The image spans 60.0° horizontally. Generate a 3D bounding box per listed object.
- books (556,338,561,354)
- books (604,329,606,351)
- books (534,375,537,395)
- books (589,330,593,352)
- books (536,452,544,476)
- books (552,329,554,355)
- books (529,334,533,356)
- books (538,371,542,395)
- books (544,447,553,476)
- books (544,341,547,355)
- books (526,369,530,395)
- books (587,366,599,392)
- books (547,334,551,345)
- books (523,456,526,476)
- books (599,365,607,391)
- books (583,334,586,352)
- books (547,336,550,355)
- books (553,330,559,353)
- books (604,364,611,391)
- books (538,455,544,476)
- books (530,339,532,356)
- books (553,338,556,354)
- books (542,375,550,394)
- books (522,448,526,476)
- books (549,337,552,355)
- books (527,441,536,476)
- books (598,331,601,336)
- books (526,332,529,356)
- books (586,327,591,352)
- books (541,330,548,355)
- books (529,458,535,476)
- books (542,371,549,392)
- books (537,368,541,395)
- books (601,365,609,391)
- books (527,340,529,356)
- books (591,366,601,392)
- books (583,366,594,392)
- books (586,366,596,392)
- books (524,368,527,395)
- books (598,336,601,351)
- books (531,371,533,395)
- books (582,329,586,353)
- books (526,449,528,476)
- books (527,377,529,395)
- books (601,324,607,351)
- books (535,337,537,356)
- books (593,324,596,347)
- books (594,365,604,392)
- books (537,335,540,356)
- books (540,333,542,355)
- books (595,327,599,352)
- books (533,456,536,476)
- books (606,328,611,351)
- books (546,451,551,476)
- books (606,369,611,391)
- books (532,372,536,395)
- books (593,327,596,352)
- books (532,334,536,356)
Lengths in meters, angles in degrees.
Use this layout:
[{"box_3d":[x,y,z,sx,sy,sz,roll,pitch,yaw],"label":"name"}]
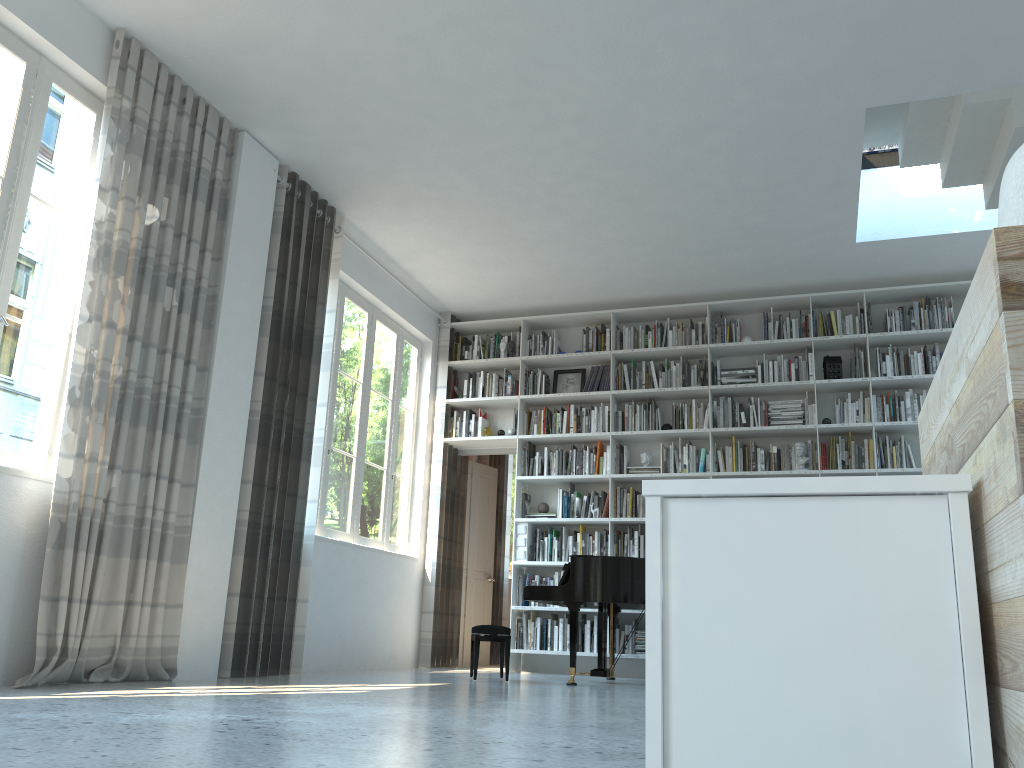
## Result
[{"box_3d":[0.431,-0.304,8.202,0.013,0.209,0.137,-3,-16,19],"label":"books"},{"box_3d":[0.868,-0.354,8.059,0.022,0.259,0.152,-3,-16,19],"label":"books"},{"box_3d":[0.240,0.046,8.138,0.018,0.218,0.187,-3,-16,19],"label":"books"},{"box_3d":[0.733,-0.346,8.085,0.028,0.248,0.156,-3,-16,19],"label":"books"},{"box_3d":[0.252,0.743,7.939,0.022,0.235,0.177,-3,-16,19],"label":"books"},{"box_3d":[0.395,-0.348,8.222,0.007,0.300,0.146,-3,-16,19],"label":"books"},{"box_3d":[0.184,-0.316,8.286,0.007,0.258,0.157,-3,-16,19],"label":"books"},{"box_3d":[0.276,0.025,8.130,0.023,0.257,0.184,-3,-16,19],"label":"books"},{"box_3d":[0.325,0.721,7.933,0.023,0.280,0.174,-3,-16,19],"label":"books"},{"box_3d":[0.330,-0.290,8.218,0.026,0.182,0.162,-3,-16,19],"label":"books"},{"box_3d":[0.160,0.022,8.188,0.006,0.286,0.148,-3,-16,19],"label":"books"},{"box_3d":[0.744,-0.006,7.986,0.110,0.278,0.174,-3,-16,19],"label":"books"},{"box_3d":[0.352,-0.323,8.226,0.013,0.252,0.129,-3,-16,19],"label":"books"},{"box_3d":[0.139,0.766,7.985,0.026,0.208,0.155,-3,-16,19],"label":"books"},{"box_3d":[0.831,-0.011,7.976,0.078,0.285,0.174,-3,-16,19],"label":"books"},{"box_3d":[0.684,-0.327,8.103,0.028,0.217,0.153,-3,-16,19],"label":"books"},{"box_3d":[0.360,-0.310,8.209,0.013,0.219,0.181,-3,-16,19],"label":"books"},{"box_3d":[0.409,-0.341,8.229,0.015,0.292,0.131,-3,-16,19],"label":"books"},{"box_3d":[0.874,-0.014,7.961,0.078,0.285,0.174,-3,-16,19],"label":"books"},{"box_3d":[0.272,0.755,7.918,0.028,0.203,0.188,-3,-16,19],"label":"books"},{"box_3d":[0.202,-0.294,8.273,0.032,0.209,0.158,-3,-16,19],"label":"books"},{"box_3d":[0.415,-0.303,8.196,0.014,0.201,0.171,-3,-16,19],"label":"books"},{"box_3d":[0.314,0.044,8.111,0.012,0.213,0.186,-3,-16,19],"label":"books"},{"box_3d":[0.125,0.733,8.009,0.012,0.284,0.160,-3,-16,19],"label":"books"},{"box_3d":[0.374,-0.310,8.197,0.021,0.213,0.174,-3,-16,19],"label":"books"},{"box_3d":[0.175,0.698,7.970,0.012,0.332,0.185,-3,-16,19],"label":"books"},{"box_3d":[0.807,-0.344,8.091,0.013,0.253,0.129,-3,-16,19],"label":"books"},{"box_3d":[0.163,-0.327,8.299,0.007,0.284,0.160,-3,-16,19],"label":"books"},{"box_3d":[0.709,-0.359,8.099,0.024,0.279,0.188,-3,-16,19],"label":"books"},{"box_3d":[0.307,-0.340,8.221,0.015,0.278,0.191,-3,-16,19],"label":"books"},{"box_3d":[0.197,0.771,7.948,0.037,0.181,0.189,-3,-16,19],"label":"books"},{"box_3d":[0.305,0.027,8.128,0.012,0.254,0.167,-3,-16,19],"label":"books"},{"box_3d":[0.266,0.017,8.147,0.005,0.280,0.191,-3,-16,19],"label":"books"},{"box_3d":[0.854,-0.011,7.973,0.078,0.285,0.174,-3,-16,19],"label":"books"},{"box_3d":[0.170,-0.291,8.277,0.017,0.203,0.143,-3,-16,19],"label":"books"},{"box_3d":[0.771,-0.003,7.995,0.110,0.278,0.174,-3,-16,19],"label":"books"},{"box_3d":[0.704,-0.001,8.008,0.110,0.278,0.174,-3,-16,19],"label":"books"},{"box_3d":[0.728,0.000,8.009,0.110,0.278,0.174,-3,-16,19],"label":"books"},{"box_3d":[0.143,0.016,8.184,0.005,0.292,0.184,-3,-16,19],"label":"books"},{"box_3d":[0.816,-0.321,8.054,0.027,0.189,0.178,-3,-16,19],"label":"books"},{"box_3d":[0.206,0.030,8.162,0.009,0.259,0.184,-3,-16,19],"label":"books"},{"box_3d":[0.670,-0.351,8.129,0.013,0.277,0.151,-3,-16,19],"label":"books"},{"box_3d":[0.157,0.733,7.970,0.027,0.265,0.176,-3,-16,19],"label":"books"},{"box_3d":[0.170,0.062,8.177,0.015,0.206,0.173,-3,-16,19],"label":"books"},{"box_3d":[0.839,-0.376,8.050,0.025,0.296,0.164,-3,-16,19],"label":"books"},{"box_3d":[0.248,-0.306,8.249,0.013,0.224,0.177,-3,-16,19],"label":"books"},{"box_3d":[0.762,-0.374,8.112,0.014,0.320,0.137,-3,-16,19],"label":"books"},{"box_3d":[0.793,-0.012,7.967,0.097,0.281,0.174,-3,-16,19],"label":"books"},{"box_3d":[0.264,-0.314,8.251,0.016,0.242,0.156,-3,-16,19],"label":"books"},{"box_3d":[0.290,-0.326,8.241,0.016,0.260,0.154,-3,-16,19],"label":"books"},{"box_3d":[0.786,-0.361,8.071,0.011,0.273,0.184,-3,-16,19],"label":"books"},{"box_3d":[0.226,0.762,7.961,0.042,0.208,0.144,-3,-16,19],"label":"books"},{"box_3d":[0.889,-0.356,8.038,0.031,0.253,0.178,-3,-16,19],"label":"books"},{"box_3d":[0.337,0.735,7.915,0.011,0.245,0.176,-3,-16,19],"label":"books"},{"box_3d":[0.891,-0.019,7.941,0.078,0.285,0.174,-3,-16,19],"label":"books"},{"box_3d":[0.218,0.032,8.144,0.004,0.245,0.189,-3,-16,19],"label":"books"},{"box_3d":[0.770,-0.361,8.089,0.013,0.282,0.167,-3,-16,19],"label":"books"},{"box_3d":[0.221,-0.316,8.264,0.012,0.248,0.180,-3,-16,19],"label":"books"}]
